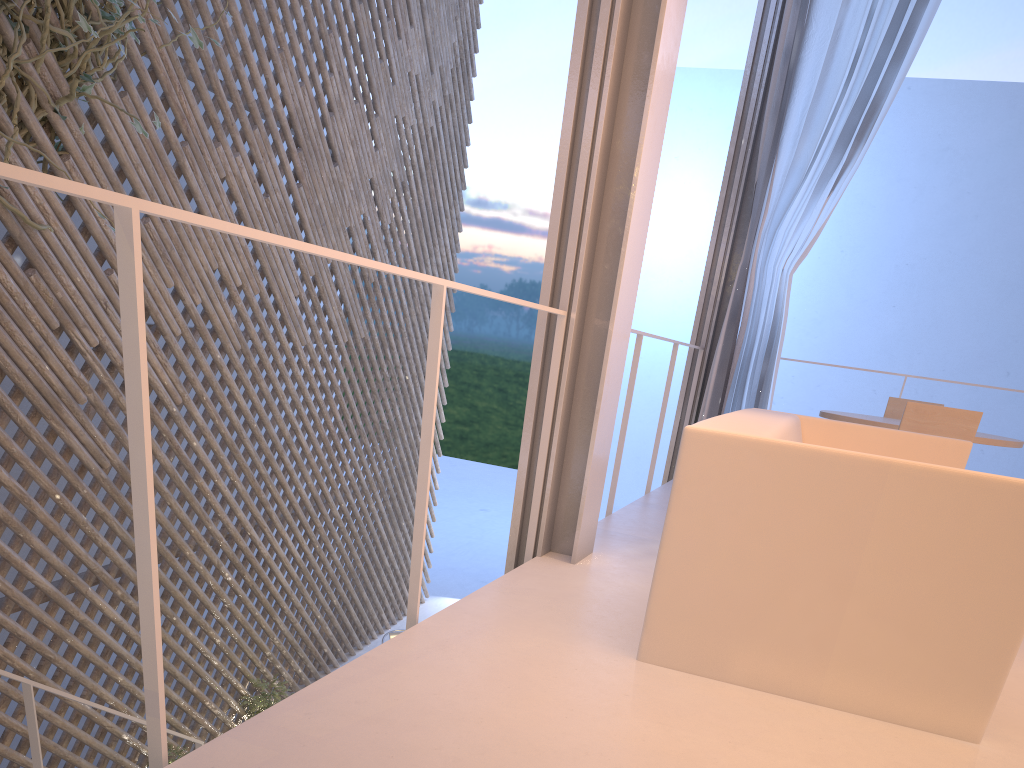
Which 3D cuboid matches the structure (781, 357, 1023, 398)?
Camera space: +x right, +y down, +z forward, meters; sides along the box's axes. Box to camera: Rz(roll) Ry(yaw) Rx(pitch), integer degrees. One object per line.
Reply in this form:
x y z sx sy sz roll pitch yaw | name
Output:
1.680 0.883 4.129 1.333 1.967 1.331 13 16 18 | structure

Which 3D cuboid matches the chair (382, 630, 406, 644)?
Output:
-0.556 1.492 4.285 0.260 0.418 0.223 -2 19 -29 | chair

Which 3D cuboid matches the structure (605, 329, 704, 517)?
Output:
0.419 0.148 2.596 0.027 0.606 1.596 15 8 21 | structure

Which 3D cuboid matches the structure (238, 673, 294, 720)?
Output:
-1.096 1.487 3.790 0.295 0.356 0.285 8 14 4 | structure

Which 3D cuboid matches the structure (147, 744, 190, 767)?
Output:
-1.309 1.525 3.233 0.256 0.287 0.247 14 15 25 | structure

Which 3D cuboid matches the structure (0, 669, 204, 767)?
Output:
-1.060 0.755 1.360 1.167 2.153 1.797 11 14 13 | structure

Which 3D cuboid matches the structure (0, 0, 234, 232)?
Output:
-1.092 -1.506 2.053 0.733 2.987 2.148 12 15 12 | structure

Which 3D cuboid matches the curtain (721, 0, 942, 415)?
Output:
1.186 -0.856 2.856 0.507 2.655 0.087 11 21 12 | curtain

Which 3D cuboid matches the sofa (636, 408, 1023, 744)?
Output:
0.615 0.282 1.567 0.487 0.404 0.924 12 7 20 | sofa

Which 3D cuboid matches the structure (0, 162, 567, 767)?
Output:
-0.226 0.148 0.983 0.027 0.606 1.598 15 8 21 | structure
